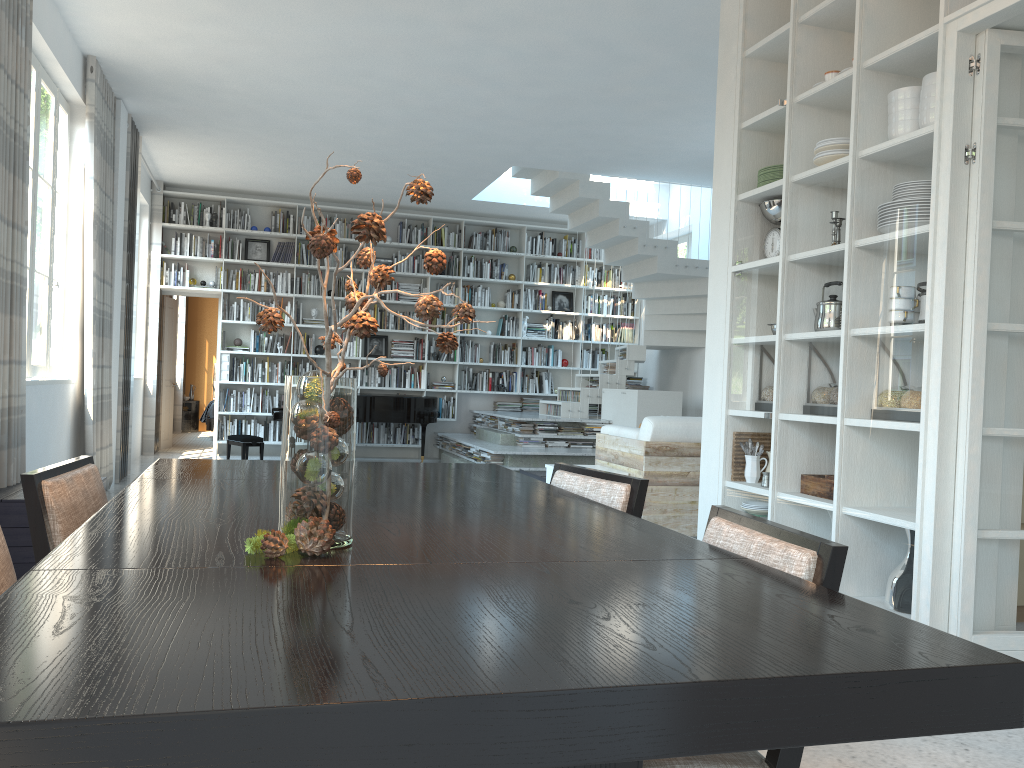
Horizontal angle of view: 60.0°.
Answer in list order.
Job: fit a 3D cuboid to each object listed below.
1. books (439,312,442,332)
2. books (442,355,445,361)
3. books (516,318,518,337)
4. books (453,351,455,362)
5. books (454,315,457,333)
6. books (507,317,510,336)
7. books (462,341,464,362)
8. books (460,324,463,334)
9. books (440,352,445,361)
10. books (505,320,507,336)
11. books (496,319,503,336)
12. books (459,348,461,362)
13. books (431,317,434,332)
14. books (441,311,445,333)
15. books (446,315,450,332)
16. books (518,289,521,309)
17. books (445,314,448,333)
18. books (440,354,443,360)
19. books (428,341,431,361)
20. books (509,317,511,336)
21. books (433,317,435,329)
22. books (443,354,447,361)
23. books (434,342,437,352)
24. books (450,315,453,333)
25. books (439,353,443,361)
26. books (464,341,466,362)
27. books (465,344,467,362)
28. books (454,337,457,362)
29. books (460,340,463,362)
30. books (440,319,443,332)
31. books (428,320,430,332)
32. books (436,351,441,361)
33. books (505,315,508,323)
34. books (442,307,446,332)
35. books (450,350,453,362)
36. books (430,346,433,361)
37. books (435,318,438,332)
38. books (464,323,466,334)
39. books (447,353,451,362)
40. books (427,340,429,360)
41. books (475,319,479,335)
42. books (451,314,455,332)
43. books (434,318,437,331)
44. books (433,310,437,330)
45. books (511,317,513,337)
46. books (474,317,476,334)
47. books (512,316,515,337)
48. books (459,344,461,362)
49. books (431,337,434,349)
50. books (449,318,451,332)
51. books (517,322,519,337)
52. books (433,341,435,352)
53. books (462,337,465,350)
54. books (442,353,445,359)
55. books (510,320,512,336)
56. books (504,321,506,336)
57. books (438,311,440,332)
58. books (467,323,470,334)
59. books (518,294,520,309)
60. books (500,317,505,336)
[{"bbox_3d":[-0.959,-0.803,11.620,0.035,0.278,0.139,2,1,-16],"label":"books"},{"bbox_3d":[-0.891,-0.399,11.645,0.090,0.215,0.139,2,0,-16],"label":"books"},{"bbox_3d":[0.043,-0.749,11.878,0.011,0.252,0.169,2,0,-16],"label":"books"},{"bbox_3d":[-0.781,-0.402,11.660,0.021,0.226,0.148,2,0,-16],"label":"books"},{"bbox_3d":[-0.755,-0.790,11.674,0.033,0.268,0.141,2,1,-16],"label":"books"},{"bbox_3d":[-0.064,-0.758,11.857,0.018,0.263,0.165,2,0,-16],"label":"books"},{"bbox_3d":[-0.663,-0.425,11.695,0.006,0.281,0.155,2,1,-16],"label":"books"},{"bbox_3d":[-0.677,-0.796,11.676,0.035,0.288,0.191,2,0,-16],"label":"books"},{"bbox_3d":[-0.908,-0.397,11.632,0.090,0.212,0.143,2,0,-16],"label":"books"},{"bbox_3d":[-0.098,-0.738,11.845,0.013,0.219,0.187,2,0,-16],"label":"books"},{"bbox_3d":[-0.167,-0.750,11.839,0.056,0.241,0.153,2,0,-16],"label":"books"},{"bbox_3d":[-0.705,-0.380,11.691,0.015,0.188,0.168,2,0,-16],"label":"books"},{"bbox_3d":[-1.043,-0.814,11.573,0.035,0.293,0.145,2,1,-16],"label":"books"},{"bbox_3d":[-0.905,-0.808,11.597,0.019,0.293,0.182,2,1,-16],"label":"books"},{"bbox_3d":[-0.853,-0.780,11.610,0.027,0.242,0.188,2,0,-16],"label":"books"},{"bbox_3d":[0.085,-1.128,11.882,0.005,0.278,0.182,2,0,-16],"label":"books"},{"bbox_3d":[-0.882,-0.787,11.627,0.033,0.253,0.174,2,0,-16],"label":"books"},{"bbox_3d":[-0.920,-0.405,11.633,0.095,0.226,0.144,2,0,-16],"label":"books"},{"bbox_3d":[-1.094,-0.428,11.579,0.028,0.253,0.142,2,1,-16],"label":"books"},{"bbox_3d":[-0.049,-0.756,11.862,0.015,0.259,0.152,2,1,-16],"label":"books"},{"bbox_3d":[-1.034,-0.814,11.587,0.035,0.293,0.145,2,1,-16],"label":"books"},{"bbox_3d":[-0.876,-0.392,11.638,0.091,0.205,0.169,2,0,-16],"label":"books"},{"bbox_3d":[-1.015,-0.423,11.607,0.035,0.248,0.141,2,1,-16],"label":"books"},{"bbox_3d":[-0.813,-0.778,11.650,0.028,0.239,0.145,2,1,-16],"label":"books"},{"bbox_3d":[-0.930,-0.398,11.609,0.089,0.210,0.175,2,0,-16],"label":"books"},{"bbox_3d":[-0.630,-0.425,11.697,0.005,0.284,0.159,2,1,-16],"label":"books"},{"bbox_3d":[-0.623,-0.407,11.702,0.013,0.248,0.165,2,0,-16],"label":"books"},{"bbox_3d":[-0.761,-0.451,11.662,0.014,0.325,0.182,2,1,-16],"label":"books"},{"bbox_3d":[-0.674,-0.432,11.693,0.018,0.295,0.177,2,1,-16],"label":"books"},{"bbox_3d":[-0.937,-0.753,11.630,0.030,0.181,0.131,2,0,-16],"label":"books"},{"bbox_3d":[-1.092,-0.792,11.575,0.014,0.244,0.145,2,1,-16],"label":"books"},{"bbox_3d":[-0.944,-0.407,11.600,0.095,0.228,0.190,2,0,-16],"label":"books"},{"bbox_3d":[-0.089,-0.776,11.864,0.013,0.295,0.154,2,1,-16],"label":"books"},{"bbox_3d":[-0.897,-0.830,11.618,0.021,0.338,0.169,2,1,-16],"label":"books"},{"bbox_3d":[-0.802,-0.401,11.642,0.029,0.223,0.171,2,0,-16],"label":"books"},{"bbox_3d":[-1.063,-0.397,11.568,0.027,0.192,0.182,2,0,-16],"label":"books"},{"bbox_3d":[-0.989,-0.781,11.591,0.015,0.232,0.180,2,0,-16],"label":"books"},{"bbox_3d":[-0.630,-0.790,11.673,0.013,0.279,0.191,2,0,-16],"label":"books"},{"bbox_3d":[-0.826,-0.434,11.656,0.013,0.286,0.138,2,1,-16],"label":"books"},{"bbox_3d":[-1.120,-0.435,11.575,0.024,0.263,0.154,2,1,-16],"label":"books"},{"bbox_3d":[-0.473,-0.748,11.726,0.051,0.210,0.176,2,0,-16],"label":"books"},{"bbox_3d":[-0.788,-0.790,11.652,0.032,0.266,0.143,2,1,-16],"label":"books"},{"bbox_3d":[-1.010,-0.813,11.594,0.035,0.293,0.145,2,1,-16],"label":"books"},{"bbox_3d":[-1.018,-0.813,11.576,0.035,0.293,0.145,2,1,-16],"label":"books"},{"bbox_3d":[-0.019,-0.762,11.879,0.032,0.274,0.154,2,1,-16],"label":"books"},{"bbox_3d":[-0.508,-0.772,11.743,0.007,0.254,0.161,2,0,-16],"label":"books"},{"bbox_3d":[0.008,-0.761,11.864,0.012,0.273,0.183,2,0,-16],"label":"books"},{"bbox_3d":[-0.694,-0.405,11.703,0.011,0.239,0.136,2,1,-16],"label":"books"},{"bbox_3d":[-1.046,-0.453,11.587,0.013,0.307,0.141,2,1,-16],"label":"books"},{"bbox_3d":[-0.833,-0.761,11.624,0.034,0.204,0.181,2,0,-16],"label":"books"},{"bbox_3d":[0.054,-0.728,11.898,0.023,0.212,0.164,2,0,-16],"label":"books"},{"bbox_3d":[-1.037,-0.433,11.600,0.012,0.266,0.157,2,1,-16],"label":"books"},{"bbox_3d":[-0.648,-0.454,11.716,0.007,0.342,0.149,2,1,-16],"label":"books"},{"bbox_3d":[-0.892,-0.412,11.634,0.094,0.238,0.149,2,0,-16],"label":"books"},{"bbox_3d":[-0.034,-0.738,11.859,0.012,0.224,0.178,2,0,-16],"label":"books"},{"bbox_3d":[-0.108,-0.734,11.842,0.006,0.210,0.188,2,0,-16],"label":"books"},{"bbox_3d":[-0.971,-0.812,11.592,0.019,0.294,0.163,2,1,-16],"label":"books"},{"bbox_3d":[-0.590,-0.745,11.684,0.017,0.192,0.191,2,0,-16],"label":"books"},{"bbox_3d":[0.073,-1.093,11.887,0.012,0.206,0.169,2,0,-16],"label":"books"},{"bbox_3d":[-0.129,-0.762,11.843,0.021,0.264,0.174,2,0,-16],"label":"books"}]
